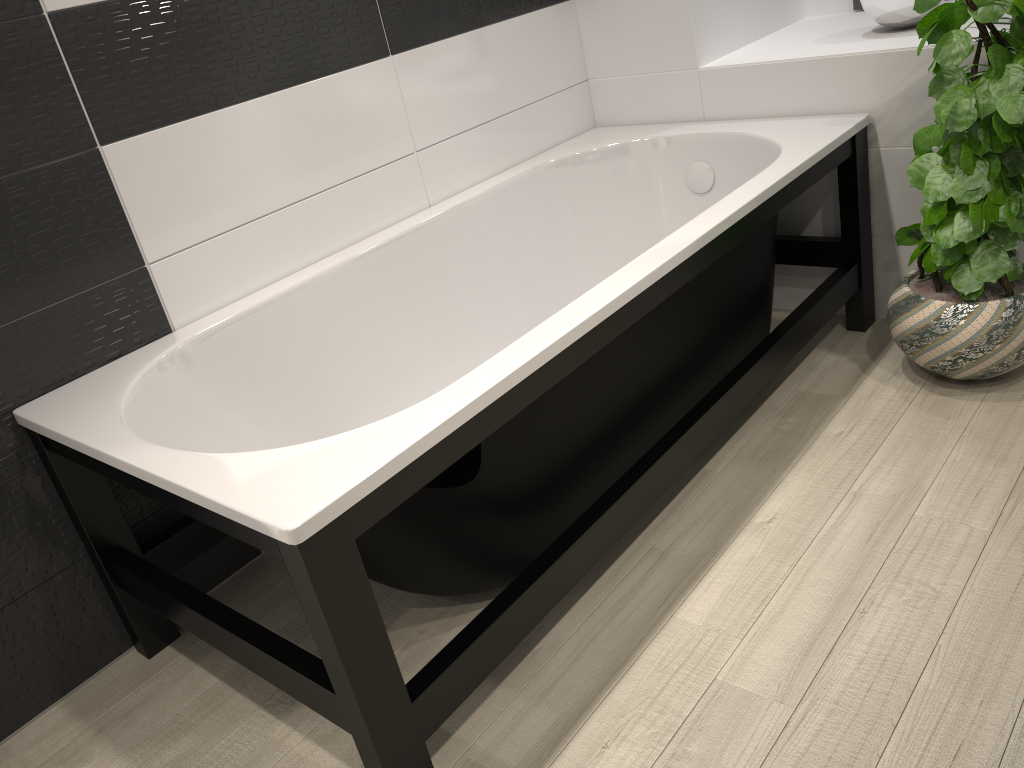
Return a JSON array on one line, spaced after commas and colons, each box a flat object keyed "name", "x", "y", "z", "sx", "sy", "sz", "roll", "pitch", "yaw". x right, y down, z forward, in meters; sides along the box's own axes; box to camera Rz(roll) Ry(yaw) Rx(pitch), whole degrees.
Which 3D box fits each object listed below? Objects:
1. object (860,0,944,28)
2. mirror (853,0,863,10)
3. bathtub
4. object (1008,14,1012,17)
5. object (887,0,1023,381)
[{"name": "object", "x": 1.208, "y": -1.234, "z": 2.729, "sx": 0.262, "sy": 0.258, "sz": 0.262, "roll": -28, "pitch": 29, "yaw": -28}, {"name": "mirror", "x": 1.633, "y": -1.895, "z": 2.577, "sx": 1.364, "sy": 1.366, "sz": 0.079, "roll": 10, "pitch": 33, "yaw": 41}, {"name": "bathtub", "x": 0.070, "y": -0.076, "z": 2.380, "sx": 1.011, "sy": 0.668, "sz": 2.200, "roll": 10, "pitch": 34, "yaw": 40}, {"name": "object", "x": 1.435, "y": -1.090, "z": 2.456, "sx": 0.151, "sy": 0.149, "sz": 0.151, "roll": -27, "pitch": 29, "yaw": -28}, {"name": "object", "x": 1.190, "y": -0.548, "z": 2.288, "sx": 0.438, "sy": 1.118, "sz": 0.423, "roll": -15, "pitch": 25, "yaw": -3}]
